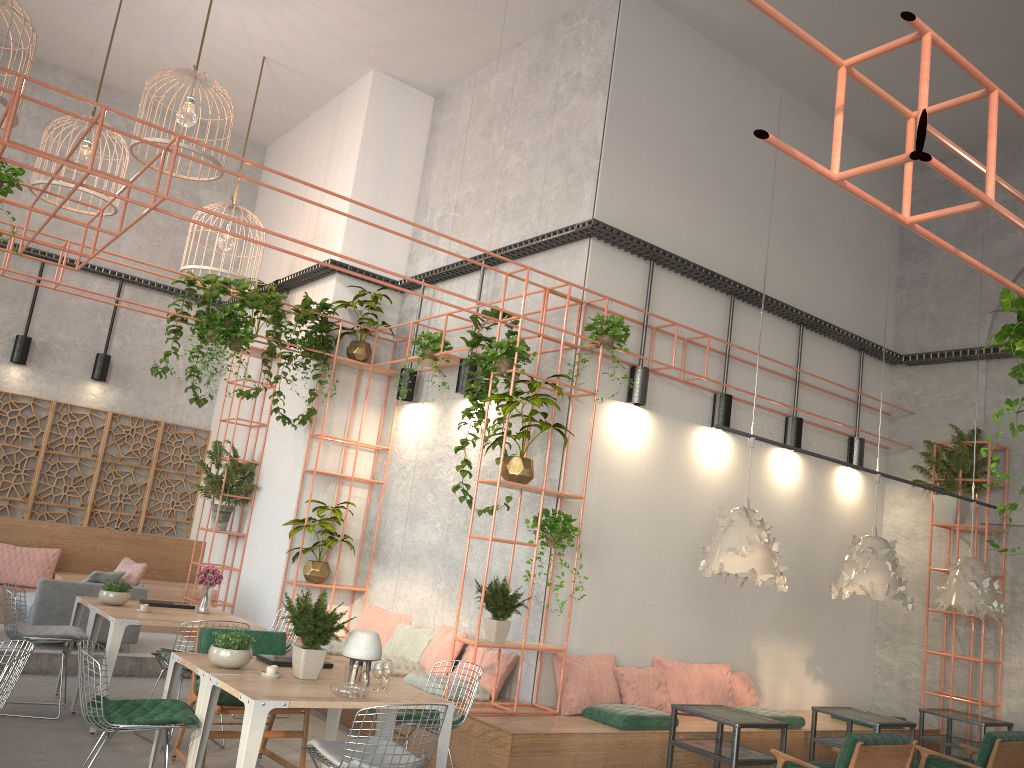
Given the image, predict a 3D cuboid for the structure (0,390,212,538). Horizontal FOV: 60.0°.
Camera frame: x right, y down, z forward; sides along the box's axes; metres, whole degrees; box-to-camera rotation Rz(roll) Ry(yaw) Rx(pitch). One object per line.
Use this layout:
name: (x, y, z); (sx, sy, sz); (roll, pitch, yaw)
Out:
structure: (-7.797, 0.793, 10.280); (9.782, 2.103, 0.132); (16, -13, -35)

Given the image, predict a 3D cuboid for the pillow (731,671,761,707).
pillow: (2.186, 3.020, 8.654); (0.666, 0.385, 0.289); (17, -14, -40)

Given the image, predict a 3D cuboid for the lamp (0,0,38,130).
lamp: (-3.866, -3.763, 6.805); (0.883, 3.476, 0.883); (5, -11, 16)

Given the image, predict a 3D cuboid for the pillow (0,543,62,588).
pillow: (-5.789, 2.119, 10.385); (0.839, 0.474, 0.276); (11, -11, -15)

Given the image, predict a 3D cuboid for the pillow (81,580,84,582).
pillow: (-4.521, 2.156, 9.564); (0.479, 0.317, 0.441); (0, -13, 35)

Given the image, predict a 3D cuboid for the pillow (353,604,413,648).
pillow: (-1.396, 2.605, 9.350); (0.839, 0.474, 0.276); (-2, -15, 44)

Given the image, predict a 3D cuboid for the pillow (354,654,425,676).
pillow: (-1.169, 2.628, 8.295); (0.491, 0.149, 0.637); (15, -13, -34)

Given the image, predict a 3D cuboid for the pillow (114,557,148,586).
pillow: (-4.230, 2.143, 9.635); (0.273, 0.476, 0.836); (15, -13, -35)

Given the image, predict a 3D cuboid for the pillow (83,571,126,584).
pillow: (-4.291, 2.094, 9.176); (0.308, 0.349, 0.495); (5, -11, 14)

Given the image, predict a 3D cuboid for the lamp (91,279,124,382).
lamp: (-5.463, -0.743, 12.052); (0.179, 1.436, 0.185); (16, -13, -35)

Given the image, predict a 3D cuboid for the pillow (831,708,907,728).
pillow: (3.738, 3.498, 9.277); (0.637, 0.149, 0.491); (15, -13, -34)

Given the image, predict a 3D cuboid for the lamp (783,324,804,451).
lamp: (3.153, 0.024, 9.810); (0.179, 1.425, 0.185); (16, -13, -35)

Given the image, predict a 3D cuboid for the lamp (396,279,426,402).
lamp: (-1.113, -0.512, 10.112); (0.185, 1.425, 0.179); (16, -13, -35)

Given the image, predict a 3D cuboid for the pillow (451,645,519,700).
pillow: (-0.264, 2.516, 7.795); (0.289, 0.385, 0.666); (17, -14, -40)

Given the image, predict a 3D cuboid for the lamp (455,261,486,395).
lamp: (-0.388, -0.595, 9.149); (0.185, 1.425, 0.179); (16, -13, -35)

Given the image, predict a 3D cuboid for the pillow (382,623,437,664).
pillow: (-1.033, 2.604, 8.816); (0.289, 0.385, 0.666); (17, -14, -40)

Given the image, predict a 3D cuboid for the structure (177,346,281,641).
structure: (-3.518, 1.333, 11.075); (0.424, 3.596, 0.624); (16, -13, -35)

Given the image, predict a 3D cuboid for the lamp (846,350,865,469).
lamp: (4.106, 0.289, 10.504); (0.179, 1.425, 0.185); (16, -13, -35)

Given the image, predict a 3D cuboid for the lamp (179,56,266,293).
lamp: (-3.239, -2.912, 10.822); (0.883, 3.476, 0.883); (5, -11, 16)

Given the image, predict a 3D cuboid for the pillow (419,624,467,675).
pillow: (-0.661, 2.508, 8.304); (0.276, 0.474, 0.839); (11, -11, -15)

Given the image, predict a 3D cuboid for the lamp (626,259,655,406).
lamp: (1.257, -0.503, 8.427); (0.179, 1.425, 0.185); (16, -13, -35)

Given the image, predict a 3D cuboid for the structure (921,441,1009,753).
structure: (4.877, 2.423, 9.562); (0.430, 3.597, 0.630); (16, -13, -35)

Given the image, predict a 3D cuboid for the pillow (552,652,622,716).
pillow: (0.662, 2.555, 7.573); (0.276, 0.474, 0.839); (-2, -15, 44)

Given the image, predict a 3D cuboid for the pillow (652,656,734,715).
pillow: (1.698, 2.833, 8.275); (0.839, 0.474, 0.276); (11, -11, -15)

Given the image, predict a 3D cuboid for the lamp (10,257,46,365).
lamp: (-6.235, -0.958, 11.489); (0.185, 1.436, 0.185); (7, -11, 5)

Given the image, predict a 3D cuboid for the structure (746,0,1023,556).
structure: (2.293, 0.541, 1.676); (14.689, 4.247, 4.157); (16, -13, -35)

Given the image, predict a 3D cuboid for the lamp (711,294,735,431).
lamp: (2.209, -0.238, 9.122); (0.179, 1.425, 0.185); (16, -13, -35)

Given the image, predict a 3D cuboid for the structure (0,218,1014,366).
structure: (-0.698, -1.951, 6.235); (15.203, 0.110, 15.603); (16, -13, -35)

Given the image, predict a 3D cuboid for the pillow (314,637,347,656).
pillow: (-1.799, 2.699, 9.131); (0.491, 0.149, 0.637); (15, -13, -34)

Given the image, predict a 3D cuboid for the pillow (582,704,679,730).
pillow: (0.975, 2.730, 7.263); (0.637, 0.149, 0.491); (15, -13, -34)

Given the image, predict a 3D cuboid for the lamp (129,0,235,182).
lamp: (-3.065, -3.876, 9.060); (0.883, 3.476, 0.883); (5, -11, 16)

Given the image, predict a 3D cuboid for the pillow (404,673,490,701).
pillow: (-0.559, 2.559, 7.484); (0.491, 0.149, 0.637); (15, -13, -34)

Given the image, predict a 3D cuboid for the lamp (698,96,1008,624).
lamp: (3.401, -0.045, 8.091); (4.456, 4.052, 0.704); (16, -13, -35)

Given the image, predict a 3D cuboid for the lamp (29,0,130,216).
lamp: (-4.520, -3.685, 9.952); (0.883, 3.476, 0.883); (5, -11, 16)

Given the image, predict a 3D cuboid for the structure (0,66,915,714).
structure: (-0.906, 0.861, 8.711); (14.096, 4.345, 4.501); (16, -13, -36)

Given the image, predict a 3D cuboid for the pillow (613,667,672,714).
pillow: (1.175, 2.739, 7.917); (0.666, 0.385, 0.289); (17, -14, -40)

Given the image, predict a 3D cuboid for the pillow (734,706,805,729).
pillow: (2.340, 3.109, 8.258); (0.637, 0.149, 0.491); (15, -13, -34)
